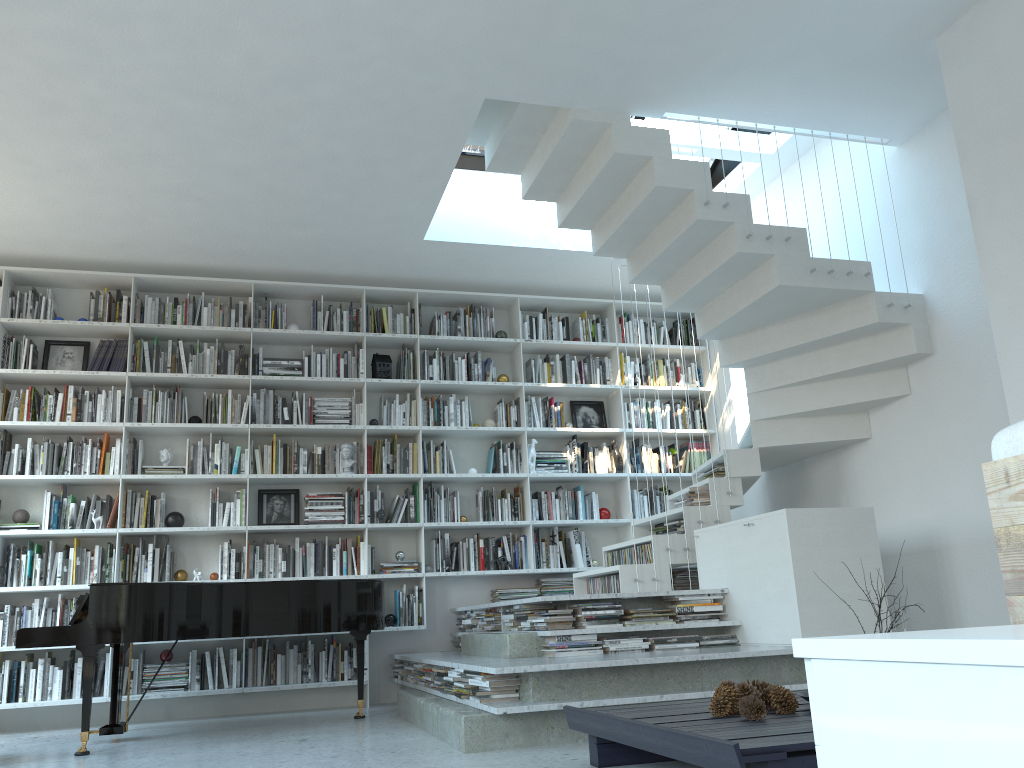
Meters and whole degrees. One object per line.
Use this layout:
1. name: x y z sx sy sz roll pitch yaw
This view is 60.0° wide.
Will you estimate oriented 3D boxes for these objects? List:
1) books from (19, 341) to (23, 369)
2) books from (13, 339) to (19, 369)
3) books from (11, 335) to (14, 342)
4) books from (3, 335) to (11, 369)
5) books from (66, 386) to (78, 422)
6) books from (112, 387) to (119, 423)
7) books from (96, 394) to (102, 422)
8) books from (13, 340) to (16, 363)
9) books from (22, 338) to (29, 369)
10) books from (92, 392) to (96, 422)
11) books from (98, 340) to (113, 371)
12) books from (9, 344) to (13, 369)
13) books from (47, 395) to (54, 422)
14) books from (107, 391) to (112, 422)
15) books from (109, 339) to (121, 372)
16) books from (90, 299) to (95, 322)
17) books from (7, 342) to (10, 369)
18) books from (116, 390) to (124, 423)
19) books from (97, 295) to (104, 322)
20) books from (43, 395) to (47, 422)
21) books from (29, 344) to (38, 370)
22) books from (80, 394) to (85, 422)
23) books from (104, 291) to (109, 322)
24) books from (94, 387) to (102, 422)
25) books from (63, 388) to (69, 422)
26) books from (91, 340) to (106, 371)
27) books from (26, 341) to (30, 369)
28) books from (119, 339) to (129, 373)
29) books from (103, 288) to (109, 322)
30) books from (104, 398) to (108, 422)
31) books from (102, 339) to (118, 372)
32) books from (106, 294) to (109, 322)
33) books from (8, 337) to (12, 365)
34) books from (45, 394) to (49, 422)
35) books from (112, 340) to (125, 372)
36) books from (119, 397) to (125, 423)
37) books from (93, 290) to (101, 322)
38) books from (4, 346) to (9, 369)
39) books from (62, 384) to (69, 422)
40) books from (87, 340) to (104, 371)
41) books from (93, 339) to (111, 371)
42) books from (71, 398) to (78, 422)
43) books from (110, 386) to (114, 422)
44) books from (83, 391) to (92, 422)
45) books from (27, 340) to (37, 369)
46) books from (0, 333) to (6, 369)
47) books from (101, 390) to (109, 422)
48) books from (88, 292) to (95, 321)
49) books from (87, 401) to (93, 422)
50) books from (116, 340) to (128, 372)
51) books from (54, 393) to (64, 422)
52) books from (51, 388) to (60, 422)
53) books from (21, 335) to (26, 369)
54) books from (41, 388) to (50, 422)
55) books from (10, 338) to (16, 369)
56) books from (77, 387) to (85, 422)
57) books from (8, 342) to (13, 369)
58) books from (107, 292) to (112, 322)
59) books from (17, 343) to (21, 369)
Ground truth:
1. books: -3.474 -0.165 6.306 0.019 0.243 0.154 1 -15 -16
2. books: -3.502 -0.171 6.282 0.004 0.245 0.189 1 -15 -16
3. books: -3.545 -0.186 6.300 0.006 0.288 0.144 1 -15 -16
4. books: -3.574 -0.187 6.285 0.006 0.286 0.148 1 -15 -16
5. books: -3.125 0.173 6.302 0.030 0.285 0.185 1 -15 -16
6. books: -2.855 0.182 6.393 0.022 0.288 0.170 1 -15 -16
7. books: -2.946 0.207 6.355 0.030 0.230 0.173 1 -15 -16
8. books: -3.515 -0.167 6.301 0.010 0.248 0.166 1 -15 -16
9. books: -3.446 -0.174 6.305 0.023 0.257 0.184 1 -15 -16
10. books: -2.995 0.197 6.367 0.035 0.260 0.131 1 -15 -16
11. books: -2.961 -0.162 6.476 0.110 0.279 0.174 1 -15 -16
12. books: -3.523 -0.157 6.271 0.004 0.213 0.187 1 -15 -16
13. books: -3.250 0.206 6.269 0.031 0.216 0.173 1 -15 -16
14. books: -2.892 0.197 6.396 0.024 0.265 0.155 1 -15 -16
15. books: -2.901 -0.165 6.495 0.078 0.285 0.174 1 -15 -16
16. books: -3.072 -0.495 6.520 0.028 0.217 0.153 1 -15 -16
17. books: -3.554 -0.163 6.289 0.005 0.237 0.154 1 -15 -16
18. books: -2.826 0.194 6.396 0.035 0.263 0.178 1 -15 -16
19. books: -3.021 -0.510 6.533 0.028 0.248 0.156 1 -15 -16
20. books: -3.282 0.205 6.260 0.014 0.217 0.164 1 -15 -16
21. books: -3.406 -0.152 6.310 0.012 0.213 0.186 1 -15 -16
22. books: -3.054 0.204 6.328 0.013 0.231 0.172 1 -15 -16
23. books: -2.992 -0.522 6.557 0.013 0.282 0.167 1 -15 -16
24. books: -2.969 0.183 6.359 0.012 0.280 0.188 1 -15 -16
25. books: -3.152 0.181 6.298 0.023 0.270 0.187 1 -15 -16
26. books: -3.005 -0.163 6.464 0.110 0.279 0.174 1 -15 -16
27. books: -3.432 -0.167 6.317 0.011 0.249 0.168 1 -15 -16
28. books: -2.832 -0.167 6.501 0.078 0.285 0.174 1 -15 -16
29. books: -3.010 -0.537 6.572 0.014 0.320 0.137 1 -15 -16
30. books: -2.906 0.223 6.375 0.013 0.205 0.173 1 -15 -16
31. books: -2.927 -0.169 6.467 0.097 0.282 0.174 1 -15 -16
32. books: -2.977 -0.516 6.547 0.010 0.262 0.157 1 -15 -16
33. books: -3.549 -0.182 6.295 0.005 0.276 0.147 1 -15 -16
34. books: -3.272 0.202 6.271 0.011 0.228 0.170 1 -15 -16
35. books: -2.881 -0.164 6.506 0.078 0.285 0.174 1 -15 -16
36. books: -2.782 0.218 6.375 0.039 0.201 0.236 1 -15 -16
37. books: -3.047 -0.525 6.530 0.024 0.279 0.188 1 -15 -16
38. books: -3.562 -0.146 6.282 0.015 0.206 0.173 1 -15 -16
39. books: -3.175 0.170 6.314 0.014 0.303 0.152 1 -15 -16
40. books: -3.024 -0.166 6.449 0.110 0.279 0.174 1 -15 -16
41. books: -2.978 -0.167 6.454 0.110 0.279 0.174 1 -15 -16
42. books: -3.093 0.217 6.296 0.029 0.195 0.192 1 -15 -16
43. books: -2.868 0.178 6.378 0.012 0.290 0.183 1 -15 -16
44. books: -3.039 0.195 6.351 0.029 0.260 0.158 1 -15 -16
45. books: -3.421 -0.170 6.319 0.012 0.254 0.167 1 -15 -16
46. books: -3.585 -0.194 6.273 0.005 0.292 0.184 1 -15 -16
47. books: -2.921 0.191 6.365 0.022 0.262 0.175 1 -15 -16
48. books: -3.096 -0.521 6.533 0.013 0.277 0.151 1 -15 -16
49. books: -3.013 0.231 6.347 0.022 0.185 0.137 1 -15 -16
50. books: -2.857 -0.164 6.508 0.078 0.285 0.174 1 -15 -16
51. books: -3.202 0.200 6.295 0.047 0.237 0.163 1 -15 -16
52. books: -3.231 0.181 6.287 0.014 0.272 0.181 1 -15 -16
53. books: -3.463 -0.183 6.313 0.005 0.280 0.191 1 -15 -16
54. books: -3.300 0.179 6.275 0.012 0.276 0.151 1 -15 -16
55. books: -3.522 -0.175 6.291 0.009 0.259 0.184 1 -15 -16
56. books: -3.077 0.181 6.340 0.025 0.285 0.161 1 -15 -16
57. books: -3.532 -0.161 6.280 0.009 0.228 0.185 1 -15 -16
58. books: -2.967 -0.521 6.552 0.011 0.273 0.184 1 -15 -16
59. books: -3.481 -0.156 6.290 0.018 0.218 0.187 1 -15 -16
